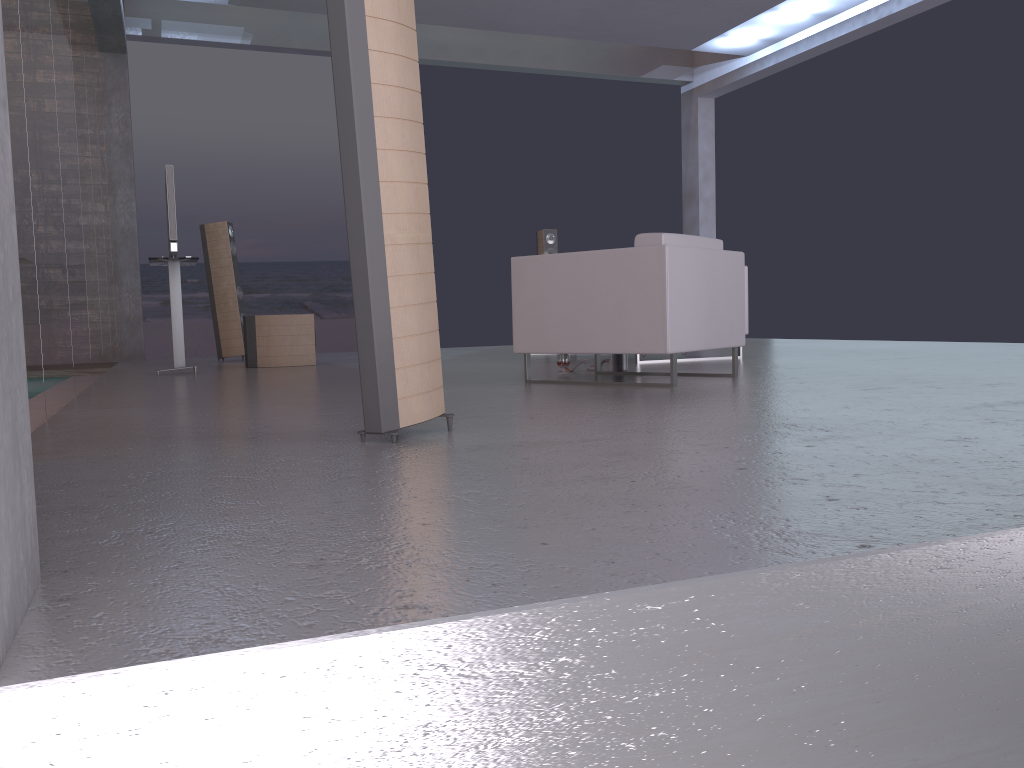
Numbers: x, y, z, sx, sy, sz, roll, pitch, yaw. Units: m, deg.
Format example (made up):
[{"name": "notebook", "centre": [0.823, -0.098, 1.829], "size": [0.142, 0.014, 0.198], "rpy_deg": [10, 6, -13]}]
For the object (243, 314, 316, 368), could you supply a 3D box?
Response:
[{"name": "object", "centre": [-2.107, -0.395, 8.054], "size": [0.604, 0.459, 0.514], "rpy_deg": [-3, 5, -21]}]

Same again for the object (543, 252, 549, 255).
[{"name": "object", "centre": [0.544, -0.866, 9.371], "size": [0.387, 1.051, 0.400], "rpy_deg": [0, 4, 16]}]

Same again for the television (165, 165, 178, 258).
[{"name": "television", "centre": [-2.721, -1.338, 7.078], "size": [0.054, 0.644, 1.000], "rpy_deg": [-3, 5, -21]}]

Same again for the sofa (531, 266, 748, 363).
[{"name": "sofa", "centre": [0.981, -0.658, 7.976], "size": [1.026, 0.824, 2.353], "rpy_deg": [-3, 5, -21]}]

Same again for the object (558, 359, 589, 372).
[{"name": "object", "centre": [0.414, -0.127, 6.011], "size": [0.235, 0.087, 0.079], "rpy_deg": [1, 5, 35]}]

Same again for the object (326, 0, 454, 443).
[{"name": "object", "centre": [-0.407, -0.560, 2.774], "size": [0.244, 1.473, 0.444], "rpy_deg": [0, 5, 23]}]

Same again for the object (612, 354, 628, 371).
[{"name": "object", "centre": [0.713, -0.301, 5.880], "size": [0.109, 0.435, 0.109], "rpy_deg": [-1, 4, 5]}]

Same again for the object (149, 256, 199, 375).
[{"name": "object", "centre": [-2.702, -0.561, 7.138], "size": [0.360, 0.958, 0.818], "rpy_deg": [-3, 5, -21]}]

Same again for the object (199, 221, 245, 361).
[{"name": "object", "centre": [-3.063, -0.979, 9.444], "size": [0.444, 1.469, 0.244], "rpy_deg": [-1, 4, 4]}]

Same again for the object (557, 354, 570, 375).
[{"name": "object", "centre": [0.333, -0.179, 5.777], "size": [0.091, 0.233, 0.091], "rpy_deg": [-1, 4, 6]}]

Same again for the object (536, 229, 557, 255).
[{"name": "object", "centre": [0.406, -1.085, 10.259], "size": [0.243, 1.363, 0.333], "rpy_deg": [-3, 4, -16]}]

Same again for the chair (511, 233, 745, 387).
[{"name": "chair", "centre": [0.669, -0.426, 5.117], "size": [1.026, 0.808, 0.936], "rpy_deg": [2, 5, 38]}]

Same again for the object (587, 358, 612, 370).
[{"name": "object", "centre": [0.599, -0.137, 6.075], "size": [0.079, 0.087, 0.235], "rpy_deg": [-6, 6, -43]}]
